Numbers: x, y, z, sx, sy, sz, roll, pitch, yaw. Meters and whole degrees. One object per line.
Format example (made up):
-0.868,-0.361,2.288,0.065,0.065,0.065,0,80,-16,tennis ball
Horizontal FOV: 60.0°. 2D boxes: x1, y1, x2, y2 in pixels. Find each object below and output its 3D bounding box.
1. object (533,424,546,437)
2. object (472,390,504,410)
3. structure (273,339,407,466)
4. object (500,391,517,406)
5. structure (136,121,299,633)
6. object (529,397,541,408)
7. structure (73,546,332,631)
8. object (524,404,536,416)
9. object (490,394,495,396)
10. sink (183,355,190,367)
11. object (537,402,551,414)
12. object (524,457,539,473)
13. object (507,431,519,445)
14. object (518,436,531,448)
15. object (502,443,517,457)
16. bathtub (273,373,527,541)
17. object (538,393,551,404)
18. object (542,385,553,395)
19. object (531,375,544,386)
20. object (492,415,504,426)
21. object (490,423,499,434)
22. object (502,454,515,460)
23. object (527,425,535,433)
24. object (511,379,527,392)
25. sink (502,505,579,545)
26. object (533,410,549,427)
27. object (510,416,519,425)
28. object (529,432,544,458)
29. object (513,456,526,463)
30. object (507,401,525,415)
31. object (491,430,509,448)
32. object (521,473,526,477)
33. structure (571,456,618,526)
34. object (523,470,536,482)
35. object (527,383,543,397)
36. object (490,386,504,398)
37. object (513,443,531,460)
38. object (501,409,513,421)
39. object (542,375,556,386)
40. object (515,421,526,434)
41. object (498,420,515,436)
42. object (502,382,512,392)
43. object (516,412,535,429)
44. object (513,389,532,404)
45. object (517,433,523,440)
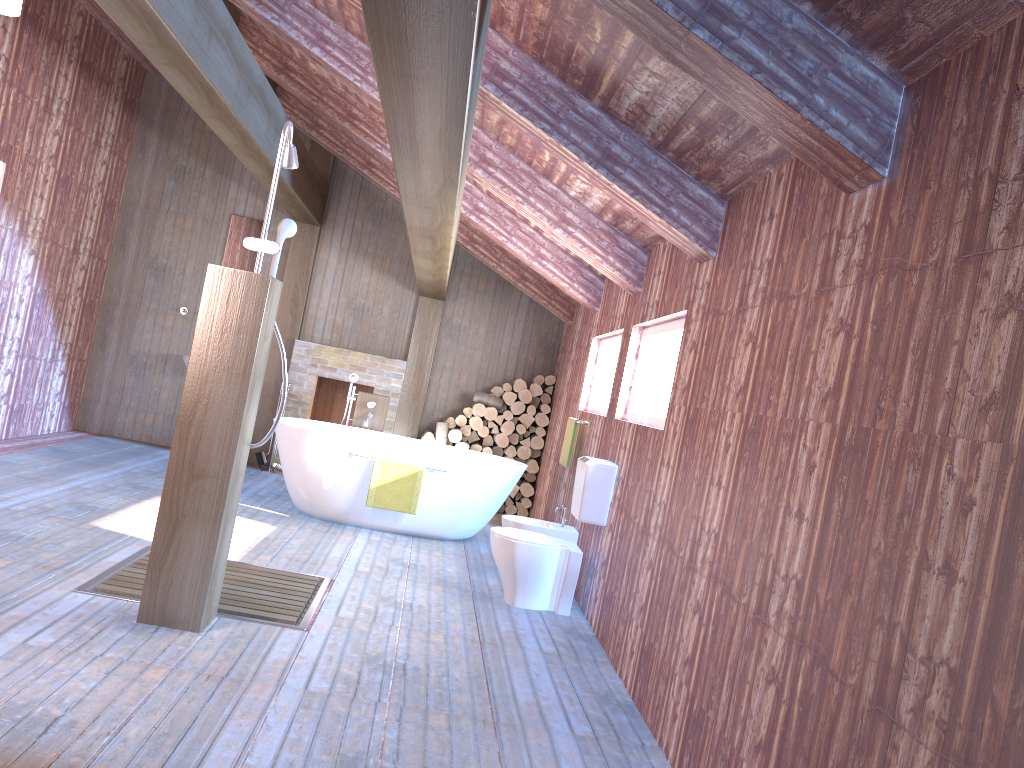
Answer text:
0.267,0.466,8.926,0.102,0.109,0.438,11,-1,-4,object
-0.236,0.159,8.779,0.302,0.157,0.121,11,-1,-4,object
-1.737,0.311,8.932,1.130,1.330,0.226,11,-1,-5,structure
-0.041,0.136,8.916,0.139,0.148,0.458,11,-1,-4,object
-1.162,-0.080,3.812,0.328,2.209,0.522,11,-1,16,structure
0.208,0.178,9.021,0.132,0.119,0.319,11,-1,-3,object
-1.442,1.005,4.341,1.000,0.067,1.000,11,-1,-5,structure
0.178,0.257,8.916,0.089,0.106,0.437,11,-1,-4,object
-0.226,0.158,8.978,0.113,0.130,0.291,11,-1,-4,object
-2.990,0.139,8.686,0.582,1.143,0.475,11,-1,-5,sink
0.316,0.240,8.929,0.102,0.109,0.438,11,-1,-4,object
0.176,0.808,8.942,0.139,0.137,0.455,11,-1,-7,object
-0.001,0.534,8.890,0.111,0.118,0.302,11,-1,-5,object
0.121,0.560,8.915,0.115,0.112,0.423,11,-1,-4,object
-0.025,0.660,8.878,0.114,0.113,0.301,11,-1,-7,object
-0.898,0.556,6.929,1.935,1.109,1.460,11,-1,17,bathtub
0.329,0.145,8.966,0.107,0.115,0.269,11,-1,-4,object
0.355,0.052,8.983,0.081,0.100,0.281,11,-1,-5,object
0.260,-0.030,8.958,0.104,0.121,0.270,11,-1,-4,object
-0.154,0.356,8.886,0.109,0.124,0.424,11,-1,-5,object
-0.167,0.445,8.893,0.085,0.096,0.280,11,-1,-4,object
-0.043,0.766,8.873,0.116,0.117,0.289,11,-1,-7,object
0.203,0.454,8.966,0.088,0.092,0.280,11,-1,-4,object
0.070,0.016,8.925,0.135,0.139,0.456,11,-1,-4,object
0.162,1.053,6.007,0.515,0.517,0.335,11,-1,-4,sink
0.281,0.348,8.930,0.147,0.152,0.439,11,-1,-4,object
0.013,0.365,8.882,0.095,0.090,0.278,11,-1,-3,object
0.223,0.627,8.933,0.137,0.256,0.439,11,-1,-4,object
0.056,0.786,9.011,0.118,0.106,0.319,11,-1,-7,object
0.039,0.242,8.906,0.143,0.151,0.440,11,-1,-4,object
-0.122,0.548,8.894,0.141,0.143,0.437,11,-1,-7,object
0.088,0.907,8.964,0.088,0.092,0.280,11,-1,-5,object
0.472,0.624,5.236,0.182,0.363,0.358,11,-1,-4,structure
0.168,0.915,8.976,0.114,0.113,0.301,11,-1,-7,object
0.223,0.062,8.940,0.133,0.142,0.456,11,-1,-4,object
-0.158,0.085,8.984,0.140,0.121,0.319,11,-1,-3,object
0.098,0.674,8.921,0.137,0.133,0.437,11,-1,-7,object
-0.053,0.304,8.894,0.102,0.109,0.438,11,-1,-4,object
0.369,-0.033,8.968,0.112,0.113,0.271,11,-1,-5,object
0.074,0.438,8.908,0.102,0.109,0.438,11,-1,-4,object
-0.056,0.434,8.899,0.136,0.157,0.439,11,-1,-4,object
-0.051,0.033,8.886,0.094,0.097,0.227,11,-1,-4,object
0.122,0.365,8.942,0.172,0.151,0.482,11,-1,-4,object
0.105,0.116,8.911,0.141,0.143,0.437,11,-1,-7,object
0.072,0.522,8.897,0.065,0.069,0.177,11,-1,-5,object
